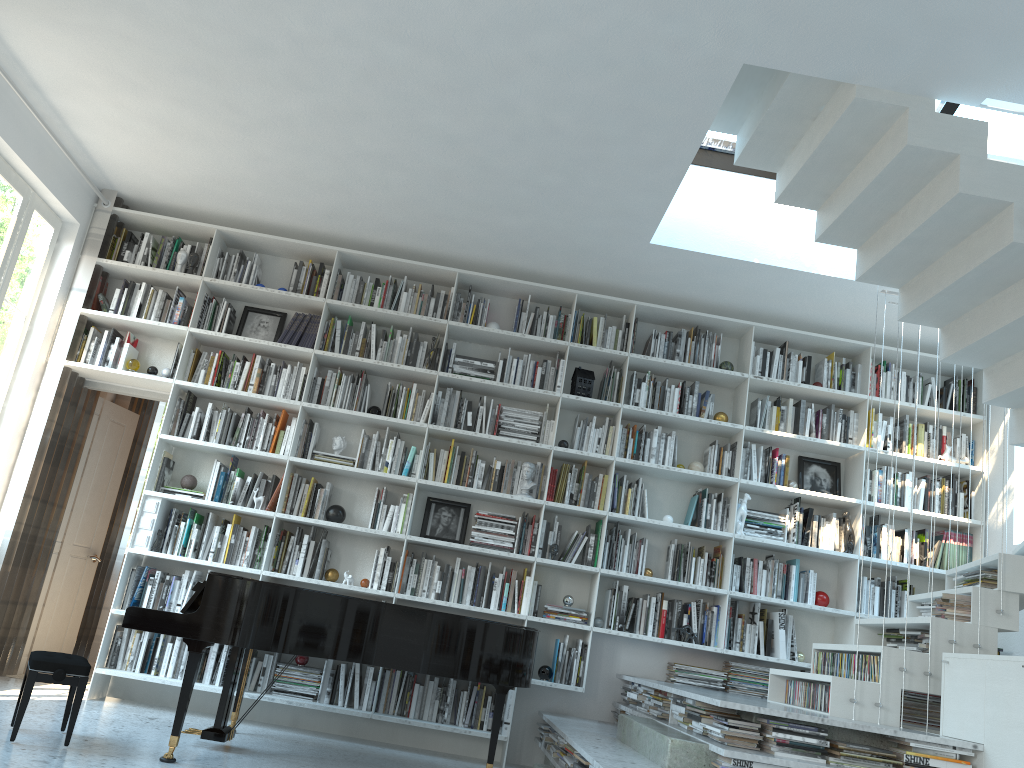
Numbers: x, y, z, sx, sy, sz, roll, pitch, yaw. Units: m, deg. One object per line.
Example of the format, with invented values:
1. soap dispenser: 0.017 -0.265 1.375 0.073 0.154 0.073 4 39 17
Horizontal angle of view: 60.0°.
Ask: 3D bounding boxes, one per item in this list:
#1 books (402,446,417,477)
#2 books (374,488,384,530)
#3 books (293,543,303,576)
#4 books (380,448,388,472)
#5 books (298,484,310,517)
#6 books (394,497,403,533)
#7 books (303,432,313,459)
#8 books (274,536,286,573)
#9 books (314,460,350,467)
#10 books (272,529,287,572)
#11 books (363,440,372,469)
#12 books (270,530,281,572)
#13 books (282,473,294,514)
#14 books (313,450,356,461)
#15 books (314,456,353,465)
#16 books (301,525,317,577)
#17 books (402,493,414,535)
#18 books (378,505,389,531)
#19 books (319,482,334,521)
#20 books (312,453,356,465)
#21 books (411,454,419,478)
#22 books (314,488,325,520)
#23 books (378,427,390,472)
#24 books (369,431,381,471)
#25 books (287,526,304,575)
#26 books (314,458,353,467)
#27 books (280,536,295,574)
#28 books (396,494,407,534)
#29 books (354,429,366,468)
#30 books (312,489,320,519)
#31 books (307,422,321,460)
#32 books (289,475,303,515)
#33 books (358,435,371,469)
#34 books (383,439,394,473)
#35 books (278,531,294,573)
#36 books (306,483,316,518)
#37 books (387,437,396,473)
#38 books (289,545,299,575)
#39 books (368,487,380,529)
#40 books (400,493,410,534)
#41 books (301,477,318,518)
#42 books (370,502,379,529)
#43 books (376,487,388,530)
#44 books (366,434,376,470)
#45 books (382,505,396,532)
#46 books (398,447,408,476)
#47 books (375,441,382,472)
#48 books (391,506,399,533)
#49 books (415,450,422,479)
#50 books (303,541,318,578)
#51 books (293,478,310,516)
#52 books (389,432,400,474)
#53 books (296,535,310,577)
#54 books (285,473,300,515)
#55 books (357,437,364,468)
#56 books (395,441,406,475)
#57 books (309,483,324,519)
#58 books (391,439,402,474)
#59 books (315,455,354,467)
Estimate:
1. books: -0.691 0.543 5.959 0.060 0.227 0.179 10 -16 -1
2. books: -0.877 0.842 5.885 0.011 0.291 0.156 10 -15 -1
3. books: -1.377 1.145 5.754 0.021 0.214 0.172 10 -16 -1
4. books: -0.857 0.538 5.971 0.025 0.188 0.140 10 -16 -1
5. books: -1.365 0.785 5.857 0.025 0.227 0.153 10 -15 -1
6. books: -0.748 0.883 5.865 0.012 0.244 0.171 10 -15 -1
7. books: -1.366 0.437 5.959 0.034 0.209 0.136 10 -15 -1
8. books: -1.491 1.113 5.755 0.030 0.238 0.157 10 -15 -1
9. books: -1.195 0.552 5.939 0.254 0.012 0.161 10 -16 -1
10. books: -1.509 1.089 5.763 0.013 0.282 0.147 10 -15 -1
11. books: -0.970 0.501 5.977 0.024 0.226 0.138 10 -15 -1
12. books: -1.523 1.093 5.771 0.013 0.275 0.147 10 -15 -1
13. books: -1.476 0.740 5.870 0.012 0.284 0.160 10 -15 -1
14. books: -1.185 0.492 5.947 0.285 0.012 0.160 11 -16 -5
15. books: -1.190 0.526 5.935 0.254 0.012 0.161 11 -16 -6
16. books: -1.325 1.100 5.793 0.013 0.338 0.138 10 -15 -1
17. books: -0.691 0.875 5.871 0.021 0.281 0.162 10 -15 -1
18. books: -0.854 0.900 5.874 0.030 0.182 0.155 10 -16 -1
19. books: -1.230 0.792 5.872 0.028 0.265 0.145 10 -15 -1
20. books: -1.187 0.504 5.948 0.285 0.012 0.160 9 -16 0
21. books: -0.652 0.577 5.971 0.027 0.180 0.142 10 -16 -1
22. books: -1.261 0.807 5.851 0.028 0.215 0.175 10 -16 -1
23. books: -0.862 0.465 5.975 0.010 0.328 0.174 10 -15 -1
24. books: -0.923 0.473 5.960 0.012 0.285 0.168 10 -15 -1
25. books: -1.410 1.091 5.765 0.014 0.312 0.166 10 -15 -1
26. books: -1.192 0.538 5.934 0.254 0.012 0.161 11 -16 -5
27. books: -1.443 1.117 5.757 0.042 0.247 0.163 10 -15 -1
28. books: -0.727 0.876 5.875 0.027 0.268 0.179 10 -15 -1
29. books: -1.020 0.457 5.961 0.012 0.284 0.160 10 -15 -1
30. books: -1.281 0.808 5.853 0.011 0.207 0.180 10 -16 -1
31. books: -1.333 0.408 5.963 0.021 0.277 0.137 10 -15 -1
32. books: -1.422 0.753 5.865 0.026 0.274 0.155 10 -15 -1
33. books: -0.993 0.479 5.952 0.030 0.246 0.175 10 -15 -1
34. books: -0.825 0.510 5.961 0.028 0.246 0.170 10 -15 -1
35. books: -1.467 1.099 5.752 0.012 0.271 0.182 10 -15 -1
36. books: -1.318 0.785 5.860 0.014 0.243 0.153 10 -15 -1
37. books: -0.804 0.502 5.954 0.012 0.264 0.193 10 -16 -1
38. books: -1.401 1.151 5.755 0.024 0.195 0.157 10 -16 -1
39. books: -0.913 0.837 5.876 0.012 0.284 0.160 10 -15 -1
40. books: -0.706 0.873 5.868 0.011 0.278 0.188 10 -15 -1
41. books: -1.334 0.762 5.844 0.026 0.273 0.190 10 -15 -1
42. books: -0.903 0.886 5.859 0.025 0.185 0.154 10 -16 -1
43. books: -0.865 0.840 5.883 0.012 0.297 0.166 10 -15 -1
44. books: -0.943 0.482 5.969 0.022 0.266 0.151 10 -15 -1
45. books: -0.810 0.901 5.862 0.057 0.188 0.156 10 -16 -1
46. books: -0.735 0.545 5.979 0.026 0.218 0.150 10 -15 -1
47. books: -0.900 0.511 5.969 0.048 0.224 0.150 10 -15 -1
48. books: -0.770 0.910 5.867 0.024 0.187 0.173 10 -16 -1
49. books: -0.624 0.565 5.979 0.026 0.216 0.127 10 -15 -1
50. books: -1.312 1.148 5.773 0.029 0.240 0.136 10 -15 -1
51. books: -1.392 0.762 5.858 0.036 0.262 0.167 10 -15 -1
52. books: -0.790 0.490 5.968 0.011 0.300 0.179 10 -15 -1
53. books: -1.349 1.122 5.759 0.027 0.268 0.185 10 -15 -1
54. books: -1.445 0.743 5.861 0.025 0.283 0.146 10 -15 -1
55. books: -1.015 0.488 5.967 0.010 0.231 0.155 10 -15 -1
56. books: -0.756 0.524 5.983 0.022 0.255 0.152 10 -15 -1
57. books: -1.298 0.792 5.877 0.028 0.247 0.143 10 -15 -1
58. books: -0.776 0.512 5.964 0.023 0.259 0.171 10 -15 -1
59. books: -1.189 0.515 5.943 0.254 0.012 0.161 11 -16 -4
